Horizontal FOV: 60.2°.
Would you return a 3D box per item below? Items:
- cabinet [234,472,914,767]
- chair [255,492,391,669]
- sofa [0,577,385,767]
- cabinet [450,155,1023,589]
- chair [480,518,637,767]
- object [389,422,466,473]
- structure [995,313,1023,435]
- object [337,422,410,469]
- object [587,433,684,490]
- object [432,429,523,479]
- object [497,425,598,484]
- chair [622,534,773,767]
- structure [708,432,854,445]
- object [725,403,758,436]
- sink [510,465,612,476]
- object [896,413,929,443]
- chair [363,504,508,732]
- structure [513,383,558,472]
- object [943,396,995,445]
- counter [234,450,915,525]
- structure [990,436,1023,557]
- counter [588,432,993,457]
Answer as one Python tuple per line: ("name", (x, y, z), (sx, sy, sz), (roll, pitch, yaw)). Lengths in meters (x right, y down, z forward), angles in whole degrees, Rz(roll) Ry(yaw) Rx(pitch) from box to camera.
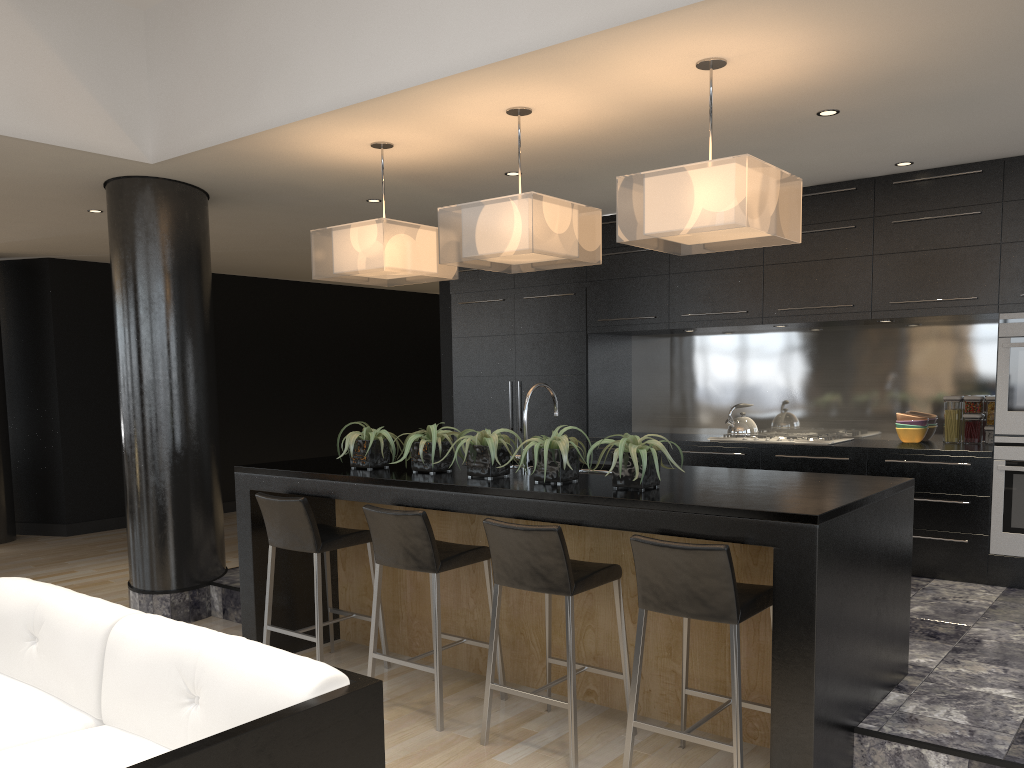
("cabinet", (0.116, 0.970, 4.271), (3.110, 1.045, 1.174), (0, 3, 38))
("chair", (-0.991, 1.024, 4.556), (0.475, 0.971, 0.516), (3, 6, 38))
("sofa", (-1.385, 1.124, 2.602), (2.029, 0.809, 0.834), (0, 3, 38))
("cabinet", (1.933, -0.032, 6.351), (5.719, 2.544, 0.724), (0, 5, 38))
("chair", (0.181, 1.014, 3.644), (0.475, 0.971, 0.516), (3, 6, 38))
("object", (-0.427, 0.304, 4.262), (0.406, 0.241, 0.396), (-2, 2, -27))
("structure", (3.143, -0.059, 4.996), (0.700, 0.712, 0.085), (2, 6, 38))
("object", (-0.735, 0.307, 4.533), (0.397, 0.241, 0.405), (-2, 2, -27))
("object", (0.538, 0.307, 3.555), (0.406, 0.218, 0.396), (-2, 2, -27))
("object", (-0.100, 0.313, 3.977), (0.397, 0.218, 0.405), (-2, 2, -27))
("object", (0.198, 0.299, 3.746), (0.397, 0.241, 0.405), (-2, 2, -27))
("chair", (0.712, 1.009, 3.230), (0.475, 0.971, 0.516), (3, 6, 38))
("structure", (1.941, 0.401, 6.401), (0.899, 0.067, 0.518), (0, 1, 38))
("object", (1.694, 0.256, 6.478), (0.221, 0.232, 0.220), (1, 4, 30))
("sink", (0.223, 0.525, 4.440), (0.921, 0.161, 0.459), (0, 1, 38))
("object", (2.741, 0.300, 6.047), (0.204, 0.207, 0.184), (2, 4, 39))
("chair", (-0.371, 1.018, 4.073), (0.475, 0.971, 0.516), (3, 6, 38))
("structure", (0.290, 0.501, 4.455), (2.772, 1.026, 0.652), (0, 4, 38))
("object", (3.051, 0.237, 5.829), (0.365, 0.318, 0.113), (1, 6, 38))
("counter", (0.108, 0.433, 4.216), (3.110, 0.032, 1.175), (0, 1, 38))
("structure", (3.154, 0.664, 5.070), (0.700, 0.712, 0.085), (2, 6, 38))
("counter", (1.954, 0.424, 6.418), (2.857, 0.034, 0.727), (0, 1, 38))
